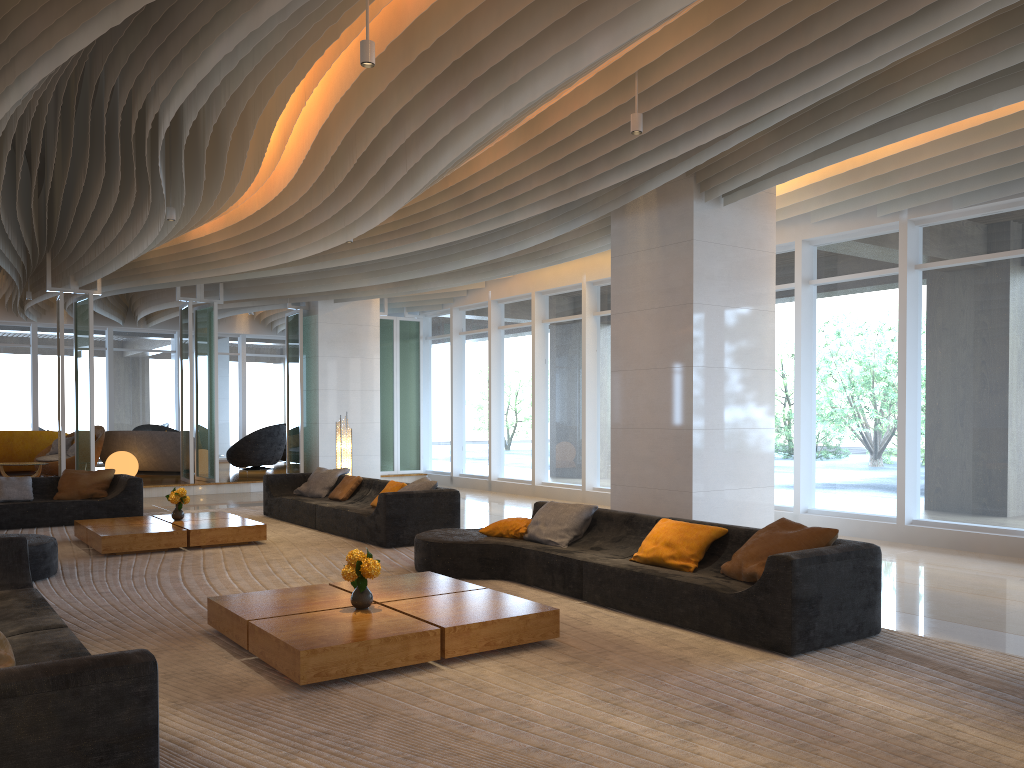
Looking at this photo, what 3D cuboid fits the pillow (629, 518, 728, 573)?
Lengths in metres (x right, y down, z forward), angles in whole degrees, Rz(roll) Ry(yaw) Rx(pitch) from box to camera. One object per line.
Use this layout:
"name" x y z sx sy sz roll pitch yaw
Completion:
"pillow" 1.186 1.199 6.445 0.457 0.394 0.626 0 -1 -36

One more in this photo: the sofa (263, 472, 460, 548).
"sofa" -1.971 1.474 10.882 0.957 0.582 3.715 1 -2 -35

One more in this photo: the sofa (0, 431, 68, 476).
"sofa" -10.236 1.386 17.855 1.091 0.901 2.606 -1 -2 45

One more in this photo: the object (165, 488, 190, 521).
"object" -3.697 1.321 9.829 0.236 0.377 0.265 0 0 -3

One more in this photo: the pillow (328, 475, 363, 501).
"pillow" -2.125 1.325 11.312 0.327 0.312 0.401 0 -1 -37

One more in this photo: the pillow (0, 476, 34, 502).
"pillow" -6.262 1.320 11.155 0.414 0.312 0.317 1 -1 -33

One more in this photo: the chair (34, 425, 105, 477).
"chair" -8.630 1.314 17.330 1.492 1.006 1.155 -1 -1 43

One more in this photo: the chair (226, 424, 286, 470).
"chair" -5.668 1.403 19.792 1.120 1.006 1.539 0 -1 28

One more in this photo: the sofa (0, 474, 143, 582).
"sofa" -5.042 1.384 9.382 2.871 0.654 5.004 1 -2 -35

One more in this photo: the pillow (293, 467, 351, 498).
"pillow" -2.585 1.322 12.000 0.628 0.378 0.556 -1 -1 33

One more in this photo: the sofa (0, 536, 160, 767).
"sofa" -2.606 1.231 4.189 0.957 0.582 3.715 1 -2 -35

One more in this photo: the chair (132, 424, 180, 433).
"chair" -7.840 1.413 20.058 1.117 1.006 1.543 0 -1 38

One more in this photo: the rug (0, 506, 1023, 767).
"rug" -1.008 1.583 5.736 5.603 0.022 15.953 1 -3 -35

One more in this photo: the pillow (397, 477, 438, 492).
"pillow" -1.132 1.246 9.916 0.551 0.378 0.633 0 -1 -13

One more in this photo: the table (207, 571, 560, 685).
"table" -0.827 1.461 5.471 1.627 0.220 1.574 1 -2 -35

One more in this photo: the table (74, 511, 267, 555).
"table" -3.729 1.612 9.634 1.627 0.220 1.574 1 -2 -35

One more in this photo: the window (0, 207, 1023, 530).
"window" 1.351 -0.110 9.831 53.850 3.222 22.397 -1 -2 20

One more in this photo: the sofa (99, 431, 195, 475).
"sofa" -7.334 1.394 18.114 2.540 0.902 1.119 0 -1 14

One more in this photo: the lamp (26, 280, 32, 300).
"lamp" -8.755 -2.289 16.055 0.090 1.507 0.088 -1 1 -26

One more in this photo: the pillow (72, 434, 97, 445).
"pillow" -8.469 1.182 17.525 0.596 0.422 0.378 -1 -1 33

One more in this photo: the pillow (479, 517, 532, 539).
"pillow" 0.005 1.290 7.948 0.444 0.193 0.593 -1 -2 20

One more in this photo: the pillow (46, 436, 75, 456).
"pillow" -8.874 1.200 17.538 0.615 0.455 0.476 0 -1 16

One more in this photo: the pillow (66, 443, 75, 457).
"pillow" -8.339 1.214 17.129 0.471 0.409 0.496 0 -1 -33

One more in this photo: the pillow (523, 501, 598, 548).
"pillow" 0.386 1.222 7.589 0.469 0.417 0.654 0 -1 -35

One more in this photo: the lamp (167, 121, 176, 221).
"lamp" -3.689 -2.524 9.580 0.088 1.507 0.089 0 1 10

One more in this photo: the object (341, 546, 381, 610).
"object" -0.899 1.156 5.294 0.238 0.377 0.263 0 0 -13

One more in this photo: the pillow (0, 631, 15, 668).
"pillow" -2.293 1.040 3.625 0.451 0.410 0.591 0 -1 -33

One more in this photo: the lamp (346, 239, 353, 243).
"lamp" -1.986 -2.481 10.795 0.088 1.507 0.089 0 1 10

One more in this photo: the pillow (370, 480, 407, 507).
"pillow" -1.434 1.289 10.322 0.327 0.312 0.401 0 -1 -33

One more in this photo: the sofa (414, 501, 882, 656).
"sofa" 0.657 1.326 6.812 1.374 0.583 4.074 1 -2 -36

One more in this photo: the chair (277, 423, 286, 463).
"chair" -5.597 1.510 22.760 1.537 1.006 1.122 0 -1 -23

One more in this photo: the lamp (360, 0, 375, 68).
"lamp" -0.873 -2.678 5.342 0.088 1.507 0.090 1 1 28

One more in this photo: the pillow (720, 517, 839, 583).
"pillow" 1.734 1.097 5.804 0.551 0.378 0.633 0 -1 -13

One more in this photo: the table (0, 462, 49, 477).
"table" -9.071 1.623 16.378 1.062 0.318 0.831 -1 -2 36

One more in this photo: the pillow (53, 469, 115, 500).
"pillow" -5.604 1.310 11.642 0.643 0.378 0.543 0 -1 -13

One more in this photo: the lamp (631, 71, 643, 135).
"lamp" 0.933 -2.632 6.627 0.090 1.507 0.087 -1 2 -44

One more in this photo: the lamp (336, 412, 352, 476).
"lamp" -2.486 1.133 13.129 0.254 1.452 0.246 -1 1 -35
